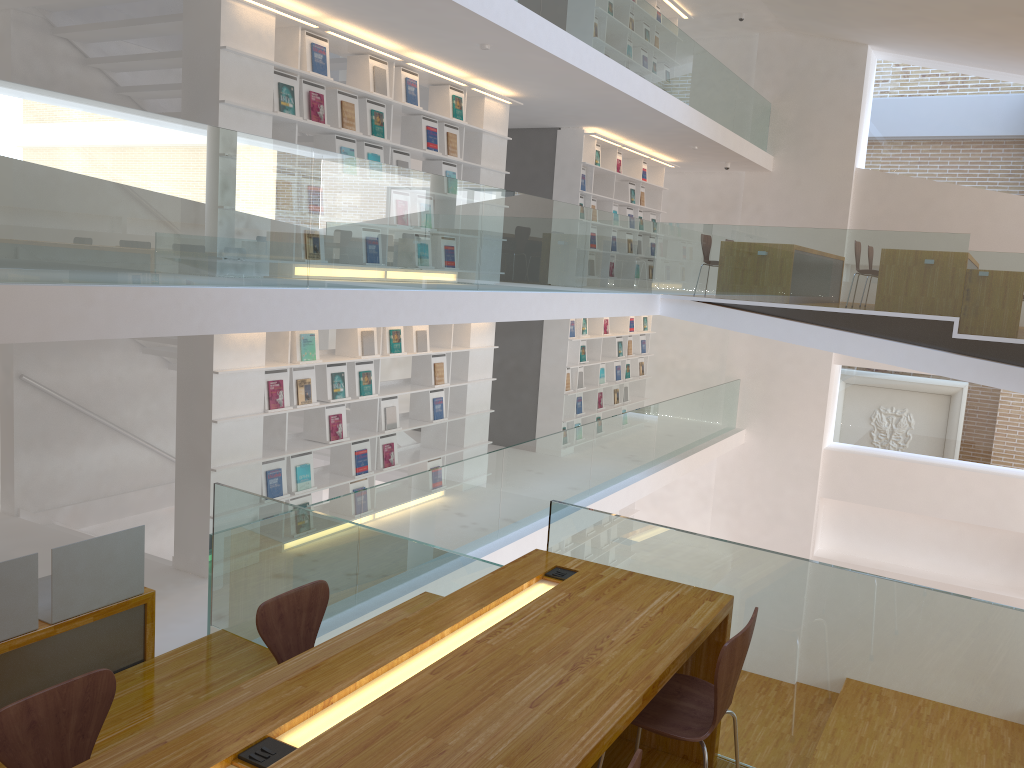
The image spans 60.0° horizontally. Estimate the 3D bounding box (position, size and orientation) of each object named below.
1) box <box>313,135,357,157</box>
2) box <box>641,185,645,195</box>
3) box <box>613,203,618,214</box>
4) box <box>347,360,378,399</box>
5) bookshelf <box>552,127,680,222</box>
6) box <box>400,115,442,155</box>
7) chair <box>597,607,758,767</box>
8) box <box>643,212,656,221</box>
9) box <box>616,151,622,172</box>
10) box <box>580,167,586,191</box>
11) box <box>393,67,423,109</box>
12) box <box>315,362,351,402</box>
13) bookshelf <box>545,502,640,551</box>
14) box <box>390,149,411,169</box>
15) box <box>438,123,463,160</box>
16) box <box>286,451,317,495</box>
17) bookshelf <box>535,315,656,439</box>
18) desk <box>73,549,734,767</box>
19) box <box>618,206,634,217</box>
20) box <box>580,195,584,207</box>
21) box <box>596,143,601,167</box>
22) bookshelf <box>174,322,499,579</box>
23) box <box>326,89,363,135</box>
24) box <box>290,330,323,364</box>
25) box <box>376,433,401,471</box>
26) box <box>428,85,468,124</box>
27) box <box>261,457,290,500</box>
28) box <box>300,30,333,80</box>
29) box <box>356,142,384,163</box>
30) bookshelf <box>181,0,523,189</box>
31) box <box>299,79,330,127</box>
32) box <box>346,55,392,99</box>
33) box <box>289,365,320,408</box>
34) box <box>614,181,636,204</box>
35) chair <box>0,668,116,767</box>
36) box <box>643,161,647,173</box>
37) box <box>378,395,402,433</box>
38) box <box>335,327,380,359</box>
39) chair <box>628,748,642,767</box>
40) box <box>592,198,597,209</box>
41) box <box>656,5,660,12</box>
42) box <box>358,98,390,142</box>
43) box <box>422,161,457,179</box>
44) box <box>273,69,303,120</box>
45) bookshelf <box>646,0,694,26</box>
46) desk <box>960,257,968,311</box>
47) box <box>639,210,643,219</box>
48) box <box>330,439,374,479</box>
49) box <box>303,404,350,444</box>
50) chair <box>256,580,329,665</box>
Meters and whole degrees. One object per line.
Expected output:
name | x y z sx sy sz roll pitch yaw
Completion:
box | -1.336 -1.737 6.789 0.274 0.296 0.245 8 9 29
box | 1.710 -2.592 12.253 0.274 0.296 0.245 8 9 29
box | 1.249 -2.192 11.514 0.274 0.296 0.245 8 9 29
box | -1.283 -0.052 7.315 0.274 0.296 0.245 8 9 29
bookshelf | 1.418 -2.188 11.679 0.498 1.836 2.984 8 9 29
box | -0.781 -2.155 7.693 0.274 0.296 0.245 8 9 29
chair | 0.484 1.002 2.649 0.381 0.693 0.428 8 9 29
box | 1.945 -2.311 12.752 0.274 0.296 0.245 8 9 29
box | 1.284 -2.841 11.408 0.274 0.296 0.245 8 9 29
box | 0.743 -2.428 10.532 0.274 0.296 0.245 8 9 29
box | -0.917 -2.451 7.370 0.274 0.296 0.245 8 9 29
box | -1.452 -0.030 7.014 0.274 0.296 0.245 8 9 29
bookshelf | 1.146 1.865 12.218 0.498 1.836 2.984 8 9 29
box | -0.990 -1.795 7.404 0.274 0.296 0.245 8 9 29
box | -0.616 -2.180 7.989 0.274 0.296 0.245 8 9 29
box | -1.672 0.657 6.787 0.274 0.296 0.245 8 9 29
bookshelf | 1.281 -0.150 11.950 0.498 1.836 2.984 8 9 29
desk | -0.602 1.221 2.007 1.285 0.918 3.236 8 9 29
box | 1.511 -2.237 11.982 0.274 0.296 0.245 8 9 29
box | 0.724 -2.103 10.581 0.274 0.296 0.245 8 9 29
box | 0.950 -2.784 10.820 0.274 0.296 0.245 8 9 29
bookshelf | -1.239 0.263 7.578 0.397 1.836 3.666 8 9 29
box | -1.315 -2.062 6.745 0.274 0.296 0.245 8 9 29
box | -1.605 -0.319 6.661 0.274 0.296 0.245 8 9 29
box | -1.146 0.568 7.724 0.274 0.296 0.245 8 9 29
box | -0.570 -2.510 7.988 0.274 0.296 0.245 8 9 29
box | -1.817 0.681 6.530 0.274 0.296 0.245 8 9 29
box | -1.468 -2.358 6.390 0.274 0.296 0.245 8 9 29
box | -1.171 -1.764 7.084 0.274 0.296 0.245 8 9 29
bookshelf | -1.058 -1.769 7.282 0.498 1.836 3.666 8 9 29
box | -1.501 -2.033 6.439 0.274 0.296 0.245 8 9 29
box | -1.121 -2.416 7.007 0.274 0.296 0.245 8 9 29
box | -1.638 0.005 6.710 0.274 0.296 0.245 8 9 29
box | 1.533 -2.561 11.938 0.274 0.296 0.245 8 9 29
chair | -1.180 1.230 2.488 0.381 0.693 0.428 8 9 29
box | 1.732 -2.916 12.210 0.274 0.296 0.245 8 9 29
box | -1.127 0.243 7.675 0.274 0.296 0.245 8 9 29
box | -1.258 -0.378 7.278 0.274 0.296 0.245 8 9 29
chair | 0.010 1.083 1.805 0.381 0.693 0.428 8 9 29
box | 0.908 -2.134 10.907 0.274 0.296 0.245 8 9 29
box | 1.868 -4.941 11.940 0.274 0.296 0.245 8 9 29
box | -1.146 -2.090 7.044 0.274 0.296 0.245 8 9 29
box | -0.637 -1.855 8.033 0.274 0.296 0.245 8 9 29
box | -1.638 -2.008 6.169 0.274 0.296 0.245 8 9 29
bookshelf | 1.554 -4.212 11.410 0.498 1.836 2.984 8 9 29
desk | 4.892 -1.000 9.762 1.248 0.757 3.196 8 9 29
box | 1.683 -2.266 12.287 0.274 0.296 0.245 8 9 29
box | -1.329 0.599 7.398 0.274 0.296 0.245 8 9 29
box | -1.471 0.294 7.062 0.274 0.296 0.245 8 9 29
chair | -0.706 1.150 3.332 0.381 0.693 0.428 8 9 29
